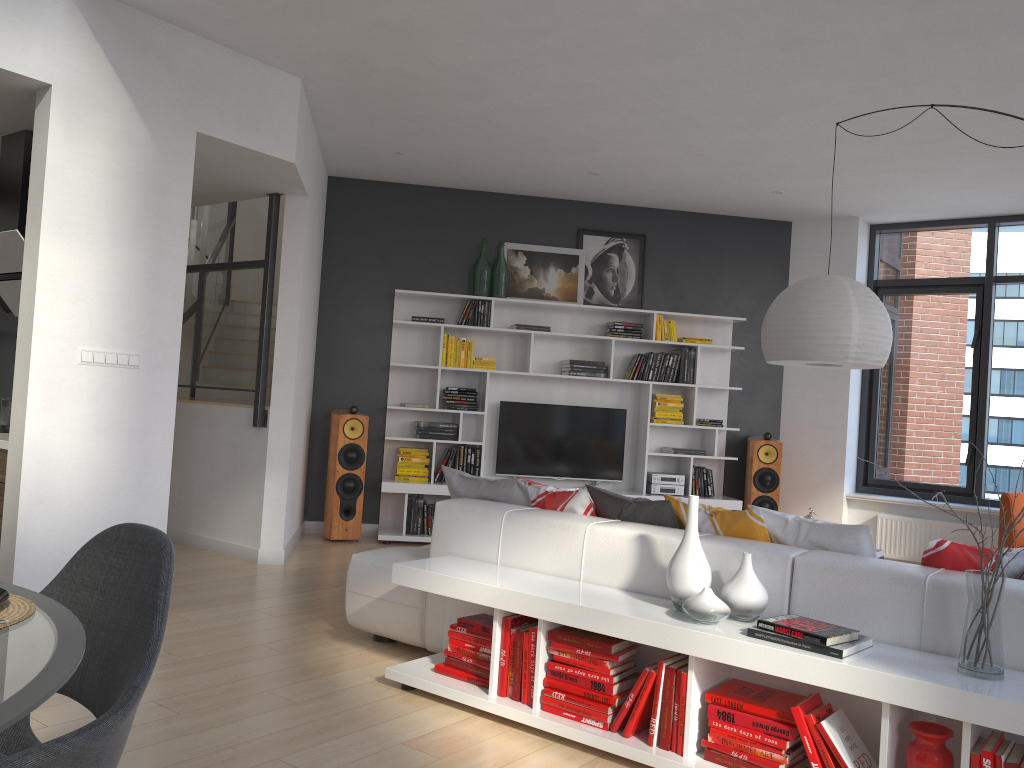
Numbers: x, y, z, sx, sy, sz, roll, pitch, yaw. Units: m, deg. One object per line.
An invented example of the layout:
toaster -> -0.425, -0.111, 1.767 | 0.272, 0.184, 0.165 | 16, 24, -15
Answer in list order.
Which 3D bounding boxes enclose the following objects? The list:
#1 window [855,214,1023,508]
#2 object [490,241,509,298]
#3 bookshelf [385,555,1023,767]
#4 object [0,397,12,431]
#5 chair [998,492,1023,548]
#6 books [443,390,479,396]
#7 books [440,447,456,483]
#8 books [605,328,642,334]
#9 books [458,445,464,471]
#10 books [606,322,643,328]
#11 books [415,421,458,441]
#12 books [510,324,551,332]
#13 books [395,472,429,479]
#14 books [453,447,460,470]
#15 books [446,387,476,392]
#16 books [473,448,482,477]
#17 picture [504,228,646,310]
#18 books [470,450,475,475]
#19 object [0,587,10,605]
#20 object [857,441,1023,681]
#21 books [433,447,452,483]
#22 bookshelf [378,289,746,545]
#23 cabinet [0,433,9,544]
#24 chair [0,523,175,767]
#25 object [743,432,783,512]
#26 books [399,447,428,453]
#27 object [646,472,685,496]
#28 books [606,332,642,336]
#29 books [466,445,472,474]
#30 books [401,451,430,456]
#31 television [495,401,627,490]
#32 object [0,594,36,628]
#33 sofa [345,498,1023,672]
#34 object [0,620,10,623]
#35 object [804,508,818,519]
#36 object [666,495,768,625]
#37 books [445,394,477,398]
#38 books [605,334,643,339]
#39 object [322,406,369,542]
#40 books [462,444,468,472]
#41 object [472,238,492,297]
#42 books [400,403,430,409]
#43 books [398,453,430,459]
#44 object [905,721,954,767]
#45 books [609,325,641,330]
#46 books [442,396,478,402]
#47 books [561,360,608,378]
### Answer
window -> 3.963, -0.191, 7.405 | 1.960, 2.402, 0.170 | 3, -2, 37
object -> -0.100, -0.961, 7.517 | 0.157, 0.507, 0.157 | 4, -1, 6
bookshelf -> 0.642, 1.035, 2.942 | 2.600, 0.500, 0.356 | 3, -2, 37
object -> -2.679, 0.146, 4.930 | 0.288, 0.223, 0.315 | 4, -1, -12
chair -> 3.904, 1.140, 5.895 | 0.843, 0.858, 0.896 | 4, -2, -21
books -> -0.428, 0.074, 7.441 | 0.284, 0.030, 0.214 | 4, -1, 0
books -> -0.532, 0.673, 7.395 | 0.100, 0.289, 0.210 | 4, -1, -9
books -> 0.961, -0.449, 7.653 | 0.284, 0.030, 0.214 | 4, -1, -5
books -> -0.436, 0.668, 7.415 | 0.034, 0.314, 0.237 | 4, -1, -8
books -> 0.967, -0.504, 7.639 | 0.266, 0.030, 0.209 | 4, -1, -15
books -> -0.637, 0.391, 7.409 | 0.343, 0.137, 0.277 | 4, -1, -8
books -> 0.151, -0.464, 7.511 | 0.310, 0.047, 0.250 | 4, -1, -12
books -> -0.830, 0.756, 7.365 | 0.269, 0.025, 0.213 | 4, -1, -5
books -> -0.467, 0.674, 7.405 | 0.028, 0.301, 0.213 | 4, -1, -8
books -> -0.421, 0.046, 7.415 | 0.246, 0.026, 0.180 | 4, -1, 0
books -> -0.302, 0.686, 7.432 | 0.051, 0.297, 0.230 | 4, -1, -8
picture -> 0.536, -1.010, 7.711 | 1.279, 0.707, 0.076 | 4, -1, -8
books -> -0.342, 0.694, 7.425 | 0.028, 0.272, 0.200 | 4, -1, -8
object -> -0.950, 0.327, 1.419 | 0.258, 0.074, 0.258 | 3, -1, 17
object -> 1.328, 0.444, 2.445 | 0.607, 0.744, 0.406 | 4, -1, -13
books -> -0.585, 0.673, 7.405 | 0.142, 0.284, 0.232 | 4, -1, -8
bookshelf -> 0.455, 0.357, 7.469 | 3.000, 2.052, 0.455 | 4, -1, -8
cabinet -> -4.197, -0.276, 3.369 | 2.402, 2.501, 4.694 | 3, -2, 37
chair -> -0.920, 0.696, 1.458 | 0.655, 0.891, 0.619 | 2, -2, 44
object -> 2.165, 0.958, 7.708 | 0.290, 1.088, 0.434 | 4, -1, 7
books -> -0.817, 0.548, 7.407 | 0.234, 0.024, 0.171 | 4, -1, -4
object -> 1.305, 0.857, 7.630 | 0.285, 0.174, 0.270 | 4, -1, -8
books -> 0.959, -0.424, 7.633 | 0.264, 0.020, 0.189 | 4, -1, -10
books -> -0.375, 0.672, 7.427 | 0.034, 0.315, 0.239 | 4, -1, -8
books -> -0.805, 0.573, 7.384 | 0.234, 0.024, 0.171 | 4, -1, -4
television -> 0.420, 0.532, 7.572 | 1.102, 0.704, 0.207 | 4, -1, -8
object -> -0.960, 0.364, 1.408 | 0.360, 0.002, 0.360 | 4, -1, -11
sofa -> 1.335, 0.997, 4.285 | 3.424, 0.732, 2.614 | 3, -2, 37
object -> -0.967, 0.356, 1.415 | 0.309, 0.015, 0.206 | 3, -2, 42
object -> 1.592, 0.818, 4.994 | 0.330, 0.265, 0.330 | 5, -2, -29
object -> 0.680, 0.589, 3.020 | 0.319, 0.398, 0.316 | 5, -2, -29
books -> -0.432, 0.099, 7.421 | 0.264, 0.020, 0.189 | 4, -1, -5
books -> 0.959, -0.399, 7.629 | 0.284, 0.030, 0.214 | 4, -1, -5
object -> -1.365, 0.714, 7.223 | 0.290, 1.088, 0.434 | 4, -2, -23
books -> -0.404, 0.665, 7.423 | 0.026, 0.326, 0.237 | 4, -1, -8
object -> -0.246, -0.972, 7.439 | 0.157, 0.507, 0.157 | 4, -1, 6
books -> -0.806, 0.180, 7.356 | 0.209, 0.030, 0.266 | 4, -1, -15
books -> -0.816, 0.597, 7.386 | 0.238, 0.023, 0.167 | 4, -1, 8
object -> 1.175, 1.100, 2.500 | 0.125, 0.258, 0.125 | 3, -1, 15
books -> 0.970, -0.477, 7.628 | 0.246, 0.026, 0.180 | 4, -1, -5
books -> -0.432, 0.124, 7.417 | 0.284, 0.030, 0.214 | 4, -1, 0
books -> 0.618, -0.125, 7.591 | 0.343, 0.137, 0.277 | 4, -1, -13
